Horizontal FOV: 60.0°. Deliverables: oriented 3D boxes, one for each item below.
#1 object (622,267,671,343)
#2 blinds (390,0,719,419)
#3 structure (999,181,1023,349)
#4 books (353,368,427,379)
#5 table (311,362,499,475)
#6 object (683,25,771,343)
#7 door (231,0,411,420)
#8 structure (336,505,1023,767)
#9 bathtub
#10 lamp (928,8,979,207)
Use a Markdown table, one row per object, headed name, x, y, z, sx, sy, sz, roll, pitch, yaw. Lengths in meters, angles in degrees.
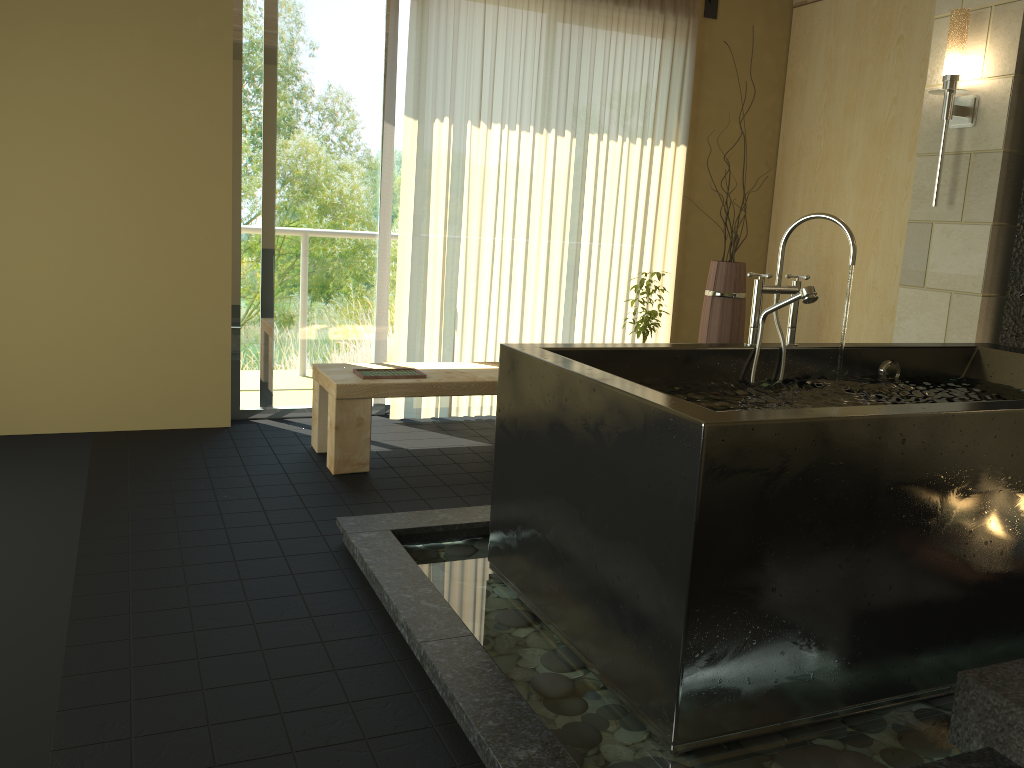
| name | x | y | z | sx | sy | sz | roll | pitch | yaw |
| --- | --- | --- | --- | --- | --- | --- | --- | --- | --- |
| object | 0.688 | -0.152 | 4.672 | 0.242 | 0.927 | 0.267 | 6 | 10 | 14 |
| blinds | 0.266 | -1.092 | 4.993 | 1.944 | 2.574 | 0.064 | -1 | 11 | -25 |
| structure | 2.266 | -0.314 | 3.558 | 0.094 | 2.062 | 0.642 | -1 | 11 | -23 |
| books | -0.556 | -0.047 | 4.024 | 0.294 | 0.014 | 0.182 | -1 | 11 | -23 |
| table | -0.343 | 0.137 | 4.233 | 1.124 | 0.399 | 0.514 | -1 | 11 | -23 |
| object | 1.124 | -0.777 | 4.801 | 0.468 | 2.174 | 0.463 | 8 | 11 | 26 |
| door | -0.976 | -0.952 | 4.719 | 1.037 | 2.327 | 0.063 | -1 | 11 | -25 |
| structure | 1.514 | 0.805 | 2.958 | 3.800 | 0.634 | 1.977 | -1 | 11 | -23 |
| bathtub | 1.143 | 0.076 | 2.688 | 2.132 | 1.159 | 1.070 | -1 | 11 | -23 |
| lamp | 1.930 | -1.210 | 3.920 | 0.188 | 0.835 | 0.176 | -1 | 11 | -23 |
